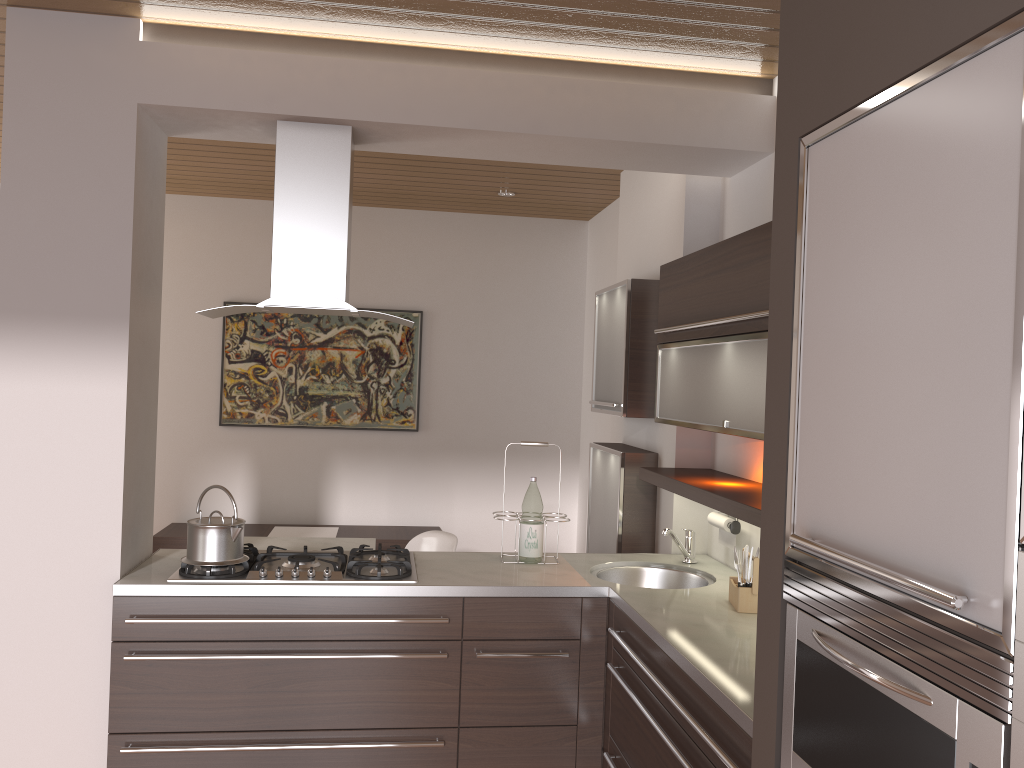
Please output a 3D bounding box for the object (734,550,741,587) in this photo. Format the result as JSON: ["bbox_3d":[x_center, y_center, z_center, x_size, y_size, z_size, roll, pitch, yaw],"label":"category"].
[{"bbox_3d":[0.708,0.608,2.759,0.019,0.178,0.044,2,0,-33],"label":"object"}]

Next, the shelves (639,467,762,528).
[{"bbox_3d":[0.801,0.374,2.704,0.313,0.050,1.850,2,0,-8],"label":"shelves"}]

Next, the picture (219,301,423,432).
[{"bbox_3d":[-1.238,-0.107,5.796,1.277,0.801,0.018,2,0,-8],"label":"picture"}]

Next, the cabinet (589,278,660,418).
[{"bbox_3d":[0.457,-0.157,4.096,0.172,0.600,0.619,2,0,-22],"label":"cabinet"}]

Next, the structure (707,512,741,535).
[{"bbox_3d":[0.810,0.515,3.297,0.087,0.049,0.237,2,0,-8],"label":"structure"}]

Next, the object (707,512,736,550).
[{"bbox_3d":[0.781,0.548,3.308,0.053,0.119,0.165,2,0,-8],"label":"object"}]

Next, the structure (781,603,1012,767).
[{"bbox_3d":[0.527,0.549,1.324,0.049,0.301,0.569,2,0,-8],"label":"structure"}]

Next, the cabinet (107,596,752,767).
[{"bbox_3d":[-0.151,1.137,2.575,2.150,0.870,1.850,2,0,-8],"label":"cabinet"}]

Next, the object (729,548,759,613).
[{"bbox_3d":[0.747,0.614,2.781,0.100,0.170,0.173,2,0,4],"label":"object"}]

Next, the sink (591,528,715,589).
[{"bbox_3d":[0.508,0.708,3.241,0.450,0.347,0.494,2,0,-2],"label":"sink"}]

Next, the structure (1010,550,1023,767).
[{"bbox_3d":[0.600,0.485,0.732,0.066,0.583,0.582,2,0,-8],"label":"structure"}]

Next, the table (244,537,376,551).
[{"bbox_3d":[-1.029,1.157,3.939,0.800,0.758,1.100,2,0,-8],"label":"table"}]

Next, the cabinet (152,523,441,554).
[{"bbox_3d":[-1.300,1.218,5.518,1.740,0.608,0.540,2,0,-8],"label":"cabinet"}]

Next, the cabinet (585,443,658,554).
[{"bbox_3d":[0.485,0.594,4.125,0.194,0.600,0.598,2,0,-8],"label":"cabinet"}]

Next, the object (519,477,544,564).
[{"bbox_3d":[0.076,0.511,3.345,0.091,0.319,0.091,2,0,27],"label":"object"}]

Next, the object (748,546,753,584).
[{"bbox_3d":[0.733,0.599,2.744,0.020,0.196,0.017,2,0,15],"label":"object"}]

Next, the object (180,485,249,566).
[{"bbox_3d":[-0.990,0.463,2.970,0.221,0.251,0.221,2,0,-15],"label":"object"}]

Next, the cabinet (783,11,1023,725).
[{"bbox_3d":[0.691,0.534,0.745,1.047,1.948,1.796,2,0,-8],"label":"cabinet"}]

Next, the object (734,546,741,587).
[{"bbox_3d":[0.696,0.595,2.734,0.042,0.192,0.040,2,0,38],"label":"object"}]

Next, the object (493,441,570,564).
[{"bbox_3d":[0.075,0.447,3.398,0.291,0.453,0.210,2,0,-3],"label":"object"}]

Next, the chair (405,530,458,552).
[{"bbox_3d":[-0.561,1.130,4.096,0.608,0.847,0.491,2,0,-38],"label":"chair"}]

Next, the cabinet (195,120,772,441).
[{"bbox_3d":[-0.004,-0.387,2.638,2.058,1.032,1.399,2,0,-4],"label":"cabinet"}]

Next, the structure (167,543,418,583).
[{"bbox_3d":[-0.741,0.620,3.124,0.797,0.047,0.494,2,0,-8],"label":"structure"}]

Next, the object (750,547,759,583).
[{"bbox_3d":[0.745,0.597,2.732,0.042,0.192,0.040,2,0,40],"label":"object"}]

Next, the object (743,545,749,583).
[{"bbox_3d":[0.727,0.599,2.753,0.018,0.196,0.022,2,0,-6],"label":"object"}]

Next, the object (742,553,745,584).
[{"bbox_3d":[0.714,0.599,2.734,0.023,0.196,0.018,2,0,-6],"label":"object"}]

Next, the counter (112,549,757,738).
[{"bbox_3d":[-0.134,0.685,2.573,2.150,0.036,1.850,2,0,-8],"label":"counter"}]

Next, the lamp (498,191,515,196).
[{"bbox_3d":[-0.032,-1.149,5.252,0.102,0.055,0.102,2,0,9],"label":"lamp"}]
